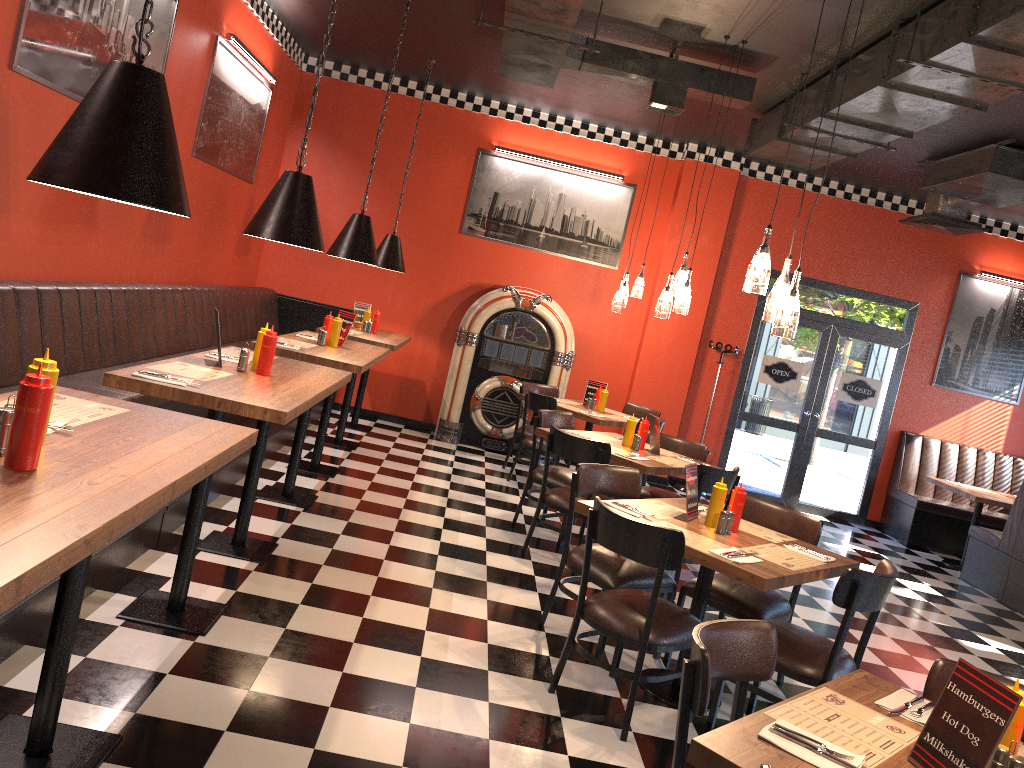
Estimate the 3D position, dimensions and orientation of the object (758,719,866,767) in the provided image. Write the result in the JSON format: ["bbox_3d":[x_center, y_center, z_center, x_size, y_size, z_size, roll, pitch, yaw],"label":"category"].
[{"bbox_3d":[0.686,0.811,1.963,0.256,0.019,0.157,17,7,36],"label":"object"}]

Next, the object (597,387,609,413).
[{"bbox_3d":[0.846,0.144,8.202,0.068,0.237,0.068,13,3,-6],"label":"object"}]

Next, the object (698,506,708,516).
[{"bbox_3d":[0.980,0.642,4.454,0.158,0.019,0.254,16,6,35],"label":"object"}]

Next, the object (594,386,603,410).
[{"bbox_3d":[0.807,0.127,8.285,0.068,0.237,0.068,13,3,-6],"label":"object"}]

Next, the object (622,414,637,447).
[{"bbox_3d":[0.835,0.324,6.266,0.068,0.237,0.068,13,3,2],"label":"object"}]

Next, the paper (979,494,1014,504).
[{"bbox_3d":[4.683,1.112,8.464,0.365,0.001,0.262,12,5,-6],"label":"paper"}]

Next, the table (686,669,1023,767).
[{"bbox_3d":[0.958,1.281,1.944,0.962,0.772,0.957,17,6,42],"label":"table"}]

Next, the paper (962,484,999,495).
[{"bbox_3d":[4.763,1.070,9.097,0.365,0.001,0.262,13,5,-3],"label":"paper"}]

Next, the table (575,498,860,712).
[{"bbox_3d":[0.871,1.057,4.101,0.966,0.772,0.953,17,6,42],"label":"table"}]

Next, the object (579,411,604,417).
[{"bbox_3d":[0.721,0.263,7.831,0.254,0.019,0.158,8,7,-44],"label":"object"}]

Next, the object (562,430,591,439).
[{"bbox_3d":[0.454,0.355,6.220,0.256,0.019,0.157,17,6,35],"label":"object"}]

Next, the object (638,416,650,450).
[{"bbox_3d":[0.926,0.345,6.268,0.068,0.237,0.068,13,3,2],"label":"object"}]

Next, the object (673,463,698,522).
[{"bbox_3d":[0.856,0.513,4.216,0.072,0.256,0.188,14,4,27],"label":"object"}]

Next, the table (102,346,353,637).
[{"bbox_3d":[-1.329,0.431,4.208,0.695,0.997,1.697,13,5,-3],"label":"table"}]

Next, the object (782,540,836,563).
[{"bbox_3d":[1.341,0.762,4.057,0.256,0.019,0.157,17,7,41],"label":"object"}]

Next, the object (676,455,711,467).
[{"bbox_3d":[1.259,0.537,6.234,0.157,0.019,0.256,8,7,-45],"label":"object"}]

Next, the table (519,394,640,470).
[{"bbox_3d":[0.649,0.613,8.256,0.966,0.772,0.953,17,6,42],"label":"table"}]

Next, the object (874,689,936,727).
[{"bbox_3d":[1.067,0.861,2.349,0.158,0.019,0.254,18,7,43],"label":"object"}]

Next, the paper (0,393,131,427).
[{"bbox_3d":[-1.324,0.071,2.600,0.261,0.001,0.366,13,5,-1],"label":"paper"}]

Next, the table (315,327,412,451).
[{"bbox_3d":[-1.472,-0.003,8.449,0.695,0.997,1.697,13,5,-3],"label":"table"}]

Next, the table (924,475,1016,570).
[{"bbox_3d":[5.068,1.562,8.830,1.691,0.772,0.960,13,4,-3],"label":"table"}]

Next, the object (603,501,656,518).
[{"bbox_3d":[0.560,0.581,4.093,0.256,0.019,0.157,18,7,43],"label":"object"}]

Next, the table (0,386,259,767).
[{"bbox_3d":[-1.258,0.648,2.092,0.695,0.997,1.697,13,5,-3],"label":"table"}]

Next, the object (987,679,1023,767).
[{"bbox_3d":[1.138,0.793,2.042,0.068,0.237,0.068,13,3,12],"label":"object"}]

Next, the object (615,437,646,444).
[{"bbox_3d":[0.871,0.412,6.617,0.158,0.019,0.254,17,7,42],"label":"object"}]

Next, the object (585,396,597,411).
[{"bbox_3d":[0.742,0.172,8.214,0.093,0.136,0.047,13,3,-3],"label":"object"}]

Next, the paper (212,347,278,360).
[{"bbox_3d":[-1.434,-0.160,4.771,0.261,0.001,0.366,13,5,-1],"label":"paper"}]

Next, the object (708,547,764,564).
[{"bbox_3d":[0.940,0.707,3.676,0.254,0.019,0.158,7,7,-45],"label":"object"}]

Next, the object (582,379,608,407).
[{"bbox_3d":[0.784,0.102,8.387,0.188,0.256,0.072,13,3,7],"label":"object"}]

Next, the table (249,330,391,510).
[{"bbox_3d":[-1.400,0.216,6.313,0.695,0.997,1.697,13,5,-3],"label":"table"}]

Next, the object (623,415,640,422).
[{"bbox_3d":[1.129,0.321,8.204,0.256,0.019,0.157,18,7,42],"label":"object"}]

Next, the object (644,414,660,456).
[{"bbox_3d":[1.006,0.355,6.249,0.072,0.256,0.189,12,4,-13],"label":"object"}]

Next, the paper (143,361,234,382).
[{"bbox_3d":[-1.379,-0.056,3.807,0.261,0.001,0.366,13,5,-1],"label":"paper"}]

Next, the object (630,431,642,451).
[{"bbox_3d":[0.870,0.394,6.182,0.046,0.136,0.094,12,4,-13],"label":"object"}]

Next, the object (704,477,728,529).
[{"bbox_3d":[0.961,0.553,4.154,0.068,0.237,0.068,13,3,2],"label":"object"}]

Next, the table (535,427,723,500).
[{"bbox_3d":[0.743,0.826,6.234,0.966,0.772,0.953,17,6,42],"label":"table"}]

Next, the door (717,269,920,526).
[{"bbox_3d":[3.387,0.157,9.890,1.799,2.567,0.128,13,3,-3],"label":"door"}]

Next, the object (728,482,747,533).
[{"bbox_3d":[1.053,0.573,4.156,0.068,0.237,0.068,13,3,2],"label":"object"}]

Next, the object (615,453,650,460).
[{"bbox_3d":[0.807,0.472,5.832,0.254,0.019,0.158,7,8,-46],"label":"object"}]

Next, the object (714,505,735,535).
[{"bbox_3d":[0.981,0.620,4.059,0.093,0.136,0.047,9,4,-43],"label":"object"}]

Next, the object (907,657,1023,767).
[{"bbox_3d":[0.988,0.759,1.943,0.072,0.256,0.189,12,4,-13],"label":"object"}]
